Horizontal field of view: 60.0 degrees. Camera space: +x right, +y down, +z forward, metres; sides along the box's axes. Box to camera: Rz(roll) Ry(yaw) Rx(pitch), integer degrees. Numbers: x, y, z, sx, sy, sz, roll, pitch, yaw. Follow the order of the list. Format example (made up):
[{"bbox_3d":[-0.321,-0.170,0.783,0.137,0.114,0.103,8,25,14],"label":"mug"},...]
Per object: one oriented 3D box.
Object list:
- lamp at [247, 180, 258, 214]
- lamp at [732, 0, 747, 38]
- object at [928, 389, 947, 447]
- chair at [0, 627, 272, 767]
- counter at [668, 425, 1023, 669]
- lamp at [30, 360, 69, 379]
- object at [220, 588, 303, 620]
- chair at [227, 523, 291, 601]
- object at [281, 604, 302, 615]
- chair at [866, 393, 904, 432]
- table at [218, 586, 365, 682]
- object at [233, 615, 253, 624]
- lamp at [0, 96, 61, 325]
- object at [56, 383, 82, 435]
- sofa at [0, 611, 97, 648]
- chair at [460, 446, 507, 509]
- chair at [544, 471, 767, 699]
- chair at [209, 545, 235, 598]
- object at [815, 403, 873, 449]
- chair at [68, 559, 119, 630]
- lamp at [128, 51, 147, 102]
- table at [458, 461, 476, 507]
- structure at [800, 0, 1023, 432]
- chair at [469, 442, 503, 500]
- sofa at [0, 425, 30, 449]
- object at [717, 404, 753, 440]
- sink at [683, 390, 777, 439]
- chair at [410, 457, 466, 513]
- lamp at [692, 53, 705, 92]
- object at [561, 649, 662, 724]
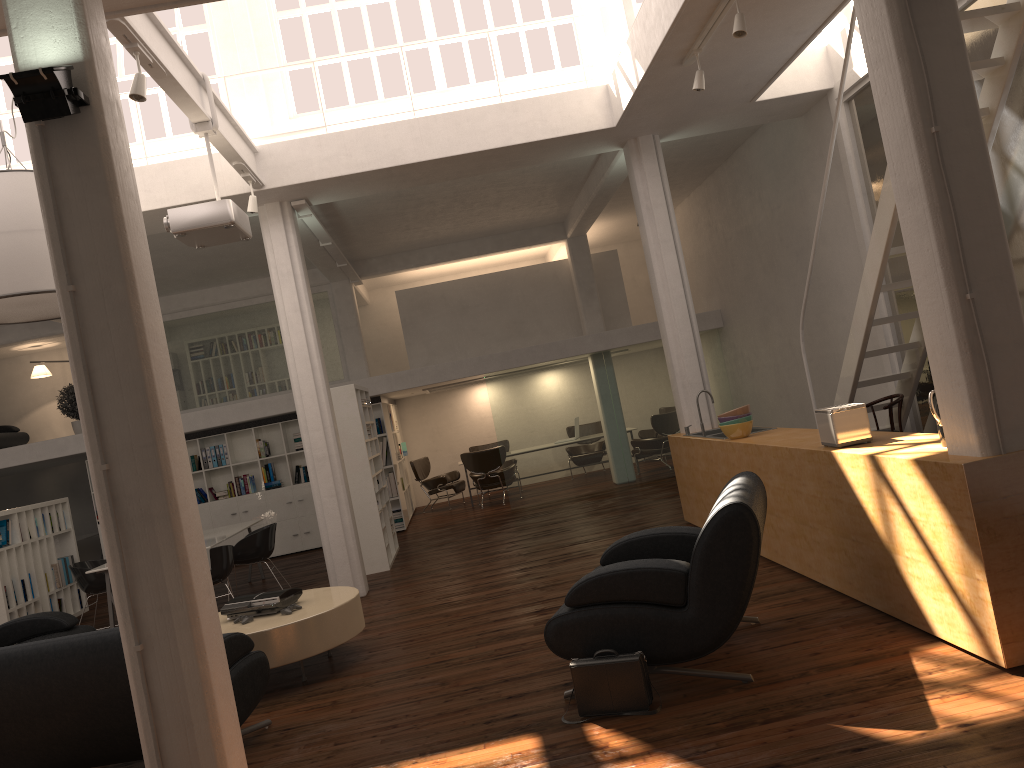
[{"bbox_3d":[-2.899,-2.067,9.844,0.136,0.357,0.117,-11,-1,2],"label":"lamp"},{"bbox_3d":[1.864,-3.053,7.341,0.136,0.357,0.117,-11,-1,-10],"label":"lamp"},{"bbox_3d":[2.786,0.188,5.648,0.232,0.400,0.201,-12,-1,18],"label":"object"},{"bbox_3d":[-2.598,2.086,5.918,1.454,1.130,1.481,-11,-1,8],"label":"chair"},{"bbox_3d":[2.709,1.050,8.293,0.689,1.141,6.858,-11,-1,-4],"label":"counter"},{"bbox_3d":[-9.488,-0.508,19.743,2.635,0.513,0.447,-11,-1,6],"label":"lamp"},{"bbox_3d":[-2.252,1.975,8.007,0.558,0.163,0.471,-12,-1,16],"label":"object"},{"bbox_3d":[-3.505,2.474,12.106,0.757,1.004,0.795,-11,-1,-9],"label":"chair"},{"bbox_3d":[-1.982,1.948,7.741,0.231,0.099,0.193,-12,-1,19],"label":"object"},{"bbox_3d":[3.620,0.815,8.616,0.592,1.362,0.665,-11,-1,8],"label":"chair"},{"bbox_3d":[-2.129,2.326,7.970,1.616,0.570,1.616,-11,-1,-11],"label":"table"},{"bbox_3d":[-2.326,2.034,7.684,0.119,0.062,0.193,-10,-2,-43],"label":"object"},{"bbox_3d":[-4.681,-2.771,7.972,1.386,4.284,1.386,-11,-1,10],"label":"lamp"},{"bbox_3d":[-8.639,0.521,17.715,0.793,1.127,0.770,-11,-1,-6],"label":"object"},{"bbox_3d":[-4.986,2.609,7.768,1.467,1.119,3.087,-11,-1,-4],"label":"sofa"},{"bbox_3d":[-0.421,1.907,18.441,0.994,1.183,0.991,-12,-1,11],"label":"chair"},{"bbox_3d":[1.084,1.359,6.207,1.481,1.130,1.454,-12,-1,18],"label":"chair"},{"bbox_3d":[-3.660,2.472,10.701,0.795,1.004,0.757,-11,-1,-29],"label":"chair"},{"bbox_3d":[2.544,0.316,6.790,0.291,0.296,0.385,-11,-1,1],"label":"object"},{"bbox_3d":[-5.558,2.883,12.138,0.757,1.004,0.795,-11,-1,-4],"label":"chair"},{"bbox_3d":[-2.681,-2.192,6.306,0.136,0.357,0.117,-11,-1,-10],"label":"lamp"},{"bbox_3d":[0.837,1.807,19.374,3.900,0.947,1.040,-11,-1,-4],"label":"table"},{"bbox_3d":[3.791,-1.991,9.181,0.825,6.780,6.217,-11,-1,-4],"label":"structure"},{"bbox_3d":[-0.380,1.943,20.363,0.994,1.183,0.991,-11,-1,-9],"label":"chair"},{"bbox_3d":[-11.769,1.186,18.891,1.467,1.119,3.087,-11,-1,-4],"label":"sofa"},{"bbox_3d":[2.318,0.402,9.173,0.331,0.332,0.299,-12,-2,42],"label":"object"},{"bbox_3d":[2.448,0.415,10.271,0.596,0.774,1.757,-11,-1,-4],"label":"sink"},{"bbox_3d":[-1.630,2.176,19.694,0.991,1.183,0.994,-12,-1,16],"label":"chair"},{"bbox_3d":[1.787,-3.008,8.589,0.136,0.357,0.117,-11,-1,2],"label":"lamp"},{"bbox_3d":[0.583,1.826,5.455,0.618,0.376,0.271,-12,-1,12],"label":"object"}]
